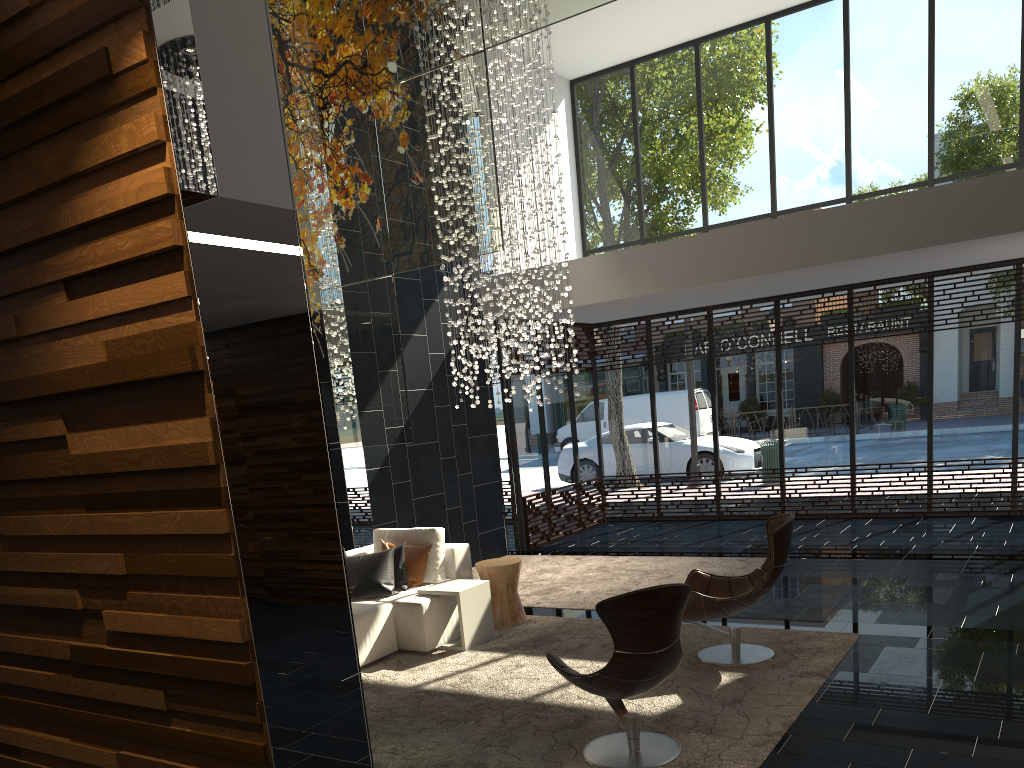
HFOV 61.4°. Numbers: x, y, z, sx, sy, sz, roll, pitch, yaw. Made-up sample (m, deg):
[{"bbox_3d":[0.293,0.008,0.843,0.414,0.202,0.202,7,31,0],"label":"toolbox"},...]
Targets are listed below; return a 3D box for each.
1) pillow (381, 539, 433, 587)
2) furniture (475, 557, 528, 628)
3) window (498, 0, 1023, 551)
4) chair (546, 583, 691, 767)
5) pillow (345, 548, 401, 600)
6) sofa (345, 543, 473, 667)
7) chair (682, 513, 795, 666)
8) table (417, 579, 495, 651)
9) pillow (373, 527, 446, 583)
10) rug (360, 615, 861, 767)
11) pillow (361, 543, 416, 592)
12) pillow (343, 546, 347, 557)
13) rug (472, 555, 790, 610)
[{"bbox_3d":[-0.906,1.468,7.025,0.522,0.426,0.259,-4,8,28],"label":"pillow"},{"bbox_3d":[-0.088,1.740,7.207,0.388,0.537,0.385,-8,7,-22],"label":"furniture"},{"bbox_3d":[3.028,-1.278,9.519,6.162,6.209,2.268,-2,10,32],"label":"window"},{"bbox_3d":[0.602,1.373,4.262,0.664,0.958,0.778,-10,7,-29],"label":"chair"},{"bbox_3d":[-1.137,1.498,6.736,0.503,0.377,0.291,-6,6,-7],"label":"pillow"},{"bbox_3d":[-1.411,1.757,6.384,1.296,0.701,2.774,-5,0,33],"label":"sofa"},{"bbox_3d":[1.441,1.333,5.683,0.789,0.959,0.653,-5,7,1],"label":"chair"},{"bbox_3d":[-0.429,1.785,6.689,0.401,0.480,0.387,-2,7,33],"label":"table"},{"bbox_3d":[-0.865,1.426,7.212,0.714,0.473,0.210,-4,8,34],"label":"pillow"},{"bbox_3d":[-0.927,2.061,6.235,5.927,0.006,3.128,-7,-2,33],"label":"rug"},{"bbox_3d":[-1.047,1.491,6.889,0.554,0.429,0.246,-6,8,1],"label":"pillow"},{"bbox_3d":[-1.529,1.482,6.726,0.290,0.449,0.699,0,5,34],"label":"pillow"},{"bbox_3d":[0.757,1.968,8.709,3.431,0.006,2.274,-7,-2,33],"label":"rug"}]
